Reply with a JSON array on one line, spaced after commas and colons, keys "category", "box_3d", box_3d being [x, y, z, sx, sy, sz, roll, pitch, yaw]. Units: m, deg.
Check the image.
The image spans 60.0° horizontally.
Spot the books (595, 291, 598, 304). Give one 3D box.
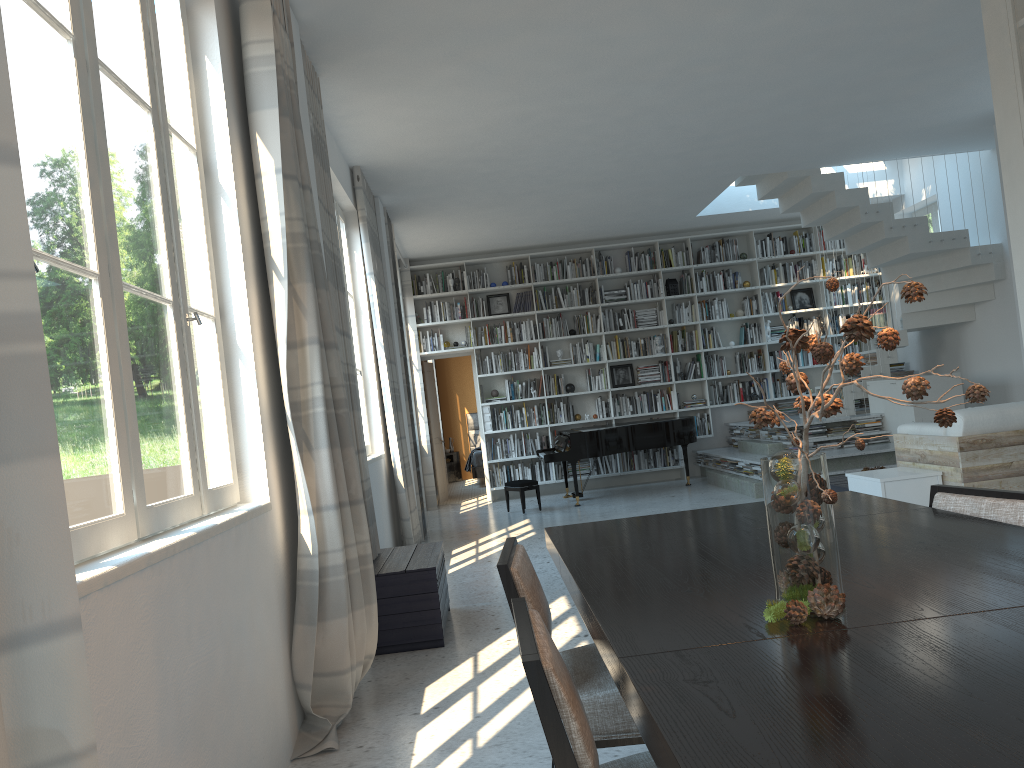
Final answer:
[{"category": "books", "box_3d": [1.107, -1.120, 11.661, 0.019, 0.194, 0.098, -7, -1, -2]}]

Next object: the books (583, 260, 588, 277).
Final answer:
[{"category": "books", "box_3d": [0.965, -1.496, 11.640, 0.026, 0.237, 0.149, -7, -1, -2]}]

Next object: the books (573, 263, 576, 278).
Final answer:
[{"category": "books", "box_3d": [0.811, -1.466, 11.647, 0.029, 0.213, 0.141, -7, -1, -2]}]

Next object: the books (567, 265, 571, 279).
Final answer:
[{"category": "books", "box_3d": [0.743, -1.447, 11.626, 0.031, 0.190, 0.181, -7, -1, -2]}]

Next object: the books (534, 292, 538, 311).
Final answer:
[{"category": "books", "box_3d": [0.314, -1.062, 11.591, 0.023, 0.256, 0.174, -7, -1, -2]}]

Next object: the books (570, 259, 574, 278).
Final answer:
[{"category": "books", "box_3d": [0.787, -1.491, 11.638, 0.014, 0.269, 0.156, -7, -1, -2]}]

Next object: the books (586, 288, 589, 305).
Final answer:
[{"category": "books", "box_3d": [0.984, -1.128, 11.644, 0.024, 0.237, 0.153, -7, -1, -2]}]

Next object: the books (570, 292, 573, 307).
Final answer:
[{"category": "books", "box_3d": [0.774, -1.090, 11.620, 0.010, 0.208, 0.173, -7, -1, -2]}]

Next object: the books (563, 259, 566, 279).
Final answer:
[{"category": "books", "box_3d": [0.684, -1.482, 11.619, 0.052, 0.273, 0.172, -7, -1, -2]}]

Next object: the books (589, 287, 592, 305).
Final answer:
[{"category": "books", "box_3d": [1.023, -1.146, 11.627, 0.055, 0.264, 0.167, -7, -1, -2]}]

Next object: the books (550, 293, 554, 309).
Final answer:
[{"category": "books", "box_3d": [0.520, -1.066, 11.610, 0.029, 0.219, 0.157, -7, -1, -2]}]

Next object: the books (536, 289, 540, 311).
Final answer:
[{"category": "books", "box_3d": [0.340, -1.090, 11.628, 0.014, 0.309, 0.130, -7, -1, -2]}]

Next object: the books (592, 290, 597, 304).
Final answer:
[{"category": "books", "box_3d": [1.083, -1.126, 11.653, 0.028, 0.211, 0.134, -7, -1, -2]}]

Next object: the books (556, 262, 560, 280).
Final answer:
[{"category": "books", "box_3d": [0.601, -1.462, 11.619, 0.013, 0.251, 0.183, -7, -1, -2]}]

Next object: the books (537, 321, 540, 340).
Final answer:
[{"category": "books", "box_3d": [0.335, -0.709, 11.609, 0.012, 0.285, 0.159, -7, -1, -2]}]

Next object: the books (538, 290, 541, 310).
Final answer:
[{"category": "books", "box_3d": [0.354, -1.082, 11.606, 0.010, 0.287, 0.148, -7, -1, -2]}]

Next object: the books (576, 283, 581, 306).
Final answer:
[{"category": "books", "box_3d": [0.866, -1.154, 11.619, 0.011, 0.313, 0.183, -7, -1, -2]}]

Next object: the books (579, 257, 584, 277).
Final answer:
[{"category": "books", "box_3d": [0.913, -1.514, 11.634, 0.013, 0.285, 0.159, -7, -1, -2]}]

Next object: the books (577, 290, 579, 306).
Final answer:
[{"category": "books", "box_3d": [0.859, -1.111, 11.628, 0.013, 0.231, 0.141, -7, -1, -2]}]

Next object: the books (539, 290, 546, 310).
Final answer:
[{"category": "books", "box_3d": [0.393, -1.079, 11.614, 0.067, 0.274, 0.168, -7, -1, -2]}]

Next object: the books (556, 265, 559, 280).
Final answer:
[{"category": "books", "box_3d": [0.591, -1.442, 11.617, 0.011, 0.216, 0.160, -7, -1, -2]}]

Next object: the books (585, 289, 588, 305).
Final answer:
[{"category": "books", "box_3d": [0.963, -1.119, 11.628, 0.022, 0.222, 0.161, -7, -1, -2]}]

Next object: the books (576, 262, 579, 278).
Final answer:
[{"category": "books", "box_3d": [0.850, -1.478, 11.628, 0.021, 0.228, 0.161, -7, -1, -2]}]

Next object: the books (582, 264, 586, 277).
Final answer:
[{"category": "books", "box_3d": [0.940, -1.467, 11.628, 0.031, 0.184, 0.177, -7, -1, -2]}]

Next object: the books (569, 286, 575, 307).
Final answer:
[{"category": "books", "box_3d": [0.787, -1.130, 11.634, 0.026, 0.286, 0.137, -7, -1, -2]}]

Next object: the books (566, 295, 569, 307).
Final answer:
[{"category": "books", "box_3d": [0.721, -1.070, 11.619, 0.028, 0.180, 0.168, -7, -1, -2]}]

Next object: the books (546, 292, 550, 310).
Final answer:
[{"category": "books", "box_3d": [0.466, -1.072, 11.602, 0.031, 0.242, 0.181, -7, -1, -2]}]

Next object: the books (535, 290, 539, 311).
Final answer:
[{"category": "books", "box_3d": [0.329, -1.077, 11.607, 0.013, 0.283, 0.158, -7, -1, -2]}]

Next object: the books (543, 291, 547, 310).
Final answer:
[{"category": "books", "box_3d": [0.432, -1.077, 11.608, 0.011, 0.260, 0.157, -7, -1, -2]}]

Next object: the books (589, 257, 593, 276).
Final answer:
[{"category": "books", "box_3d": [1.038, -1.519, 11.638, 0.014, 0.267, 0.171, -7, -1, -2]}]

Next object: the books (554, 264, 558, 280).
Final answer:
[{"category": "books", "box_3d": [0.578, -1.450, 11.625, 0.013, 0.234, 0.154, -7, -1, -2]}]

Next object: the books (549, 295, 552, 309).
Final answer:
[{"category": "books", "box_3d": [0.495, -1.054, 11.616, 0.024, 0.201, 0.153, -7, -1, -2]}]

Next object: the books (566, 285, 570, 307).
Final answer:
[{"category": "books", "box_3d": [0.733, -1.135, 11.620, 0.012, 0.308, 0.145, -7, -1, -2]}]

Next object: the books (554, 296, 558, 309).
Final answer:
[{"category": "books", "box_3d": [0.576, -1.053, 11.622, 0.034, 0.180, 0.160, -7, -1, -2]}]

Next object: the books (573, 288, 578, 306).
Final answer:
[{"category": "books", "box_3d": [0.836, -1.123, 11.631, 0.028, 0.261, 0.135, -7, -1, -2]}]

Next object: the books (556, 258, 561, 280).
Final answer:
[{"category": "books", "box_3d": [0.610, -1.486, 11.622, 0.010, 0.299, 0.151, -7, -1, -2]}]

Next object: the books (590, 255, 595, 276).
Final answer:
[{"category": "books", "box_3d": [1.057, -1.532, 11.634, 0.026, 0.288, 0.176, -7, -1, -2]}]

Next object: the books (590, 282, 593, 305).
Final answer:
[{"category": "books", "box_3d": [1.036, -1.167, 11.628, 0.058, 0.302, 0.175, -7, -1, -2]}]

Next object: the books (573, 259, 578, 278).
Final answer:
[{"category": "books", "box_3d": [0.830, -1.495, 11.621, 0.014, 0.266, 0.192, -7, -1, -2]}]

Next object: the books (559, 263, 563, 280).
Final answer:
[{"category": "books", "box_3d": [0.633, -1.457, 11.634, 0.029, 0.235, 0.130, -7, -1, -2]}]

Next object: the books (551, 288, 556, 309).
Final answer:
[{"category": "books", "box_3d": [0.542, -1.106, 11.612, 0.023, 0.293, 0.156, -7, -1, -2]}]

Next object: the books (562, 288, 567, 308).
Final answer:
[{"category": "books", "box_3d": [0.689, -1.109, 11.625, 0.027, 0.265, 0.168, -7, -1, -2]}]

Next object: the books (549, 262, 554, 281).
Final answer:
[{"category": "books", "box_3d": [0.525, -1.460, 11.635, 0.028, 0.268, 0.151, -7, -1, -2]}]

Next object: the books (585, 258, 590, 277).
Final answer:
[{"category": "books", "box_3d": [0.991, -1.510, 11.649, 0.029, 0.261, 0.151, -7, -1, -2]}]

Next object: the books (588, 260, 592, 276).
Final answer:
[{"category": "books", "box_3d": [1.021, -1.497, 11.629, 0.026, 0.225, 0.172, -7, -1, -2]}]

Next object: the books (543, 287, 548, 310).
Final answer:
[{"category": "books", "box_3d": [0.441, -1.106, 11.600, 0.012, 0.315, 0.171, -7, -1, -2]}]

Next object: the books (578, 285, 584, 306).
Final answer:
[{"category": "books", "box_3d": [0.907, -1.146, 11.643, 0.022, 0.290, 0.146, -7, -1, -2]}]

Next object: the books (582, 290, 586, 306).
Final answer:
[{"category": "books", "box_3d": [0.938, -1.114, 11.623, 0.030, 0.217, 0.182, -7, -1, -2]}]

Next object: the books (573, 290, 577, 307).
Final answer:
[{"category": "books", "box_3d": [0.815, -1.104, 11.611, 0.021, 0.226, 0.191, -7, -1, -2]}]

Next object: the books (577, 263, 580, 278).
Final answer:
[{"category": "books", "box_3d": [0.869, -1.470, 11.616, 0.013, 0.207, 0.178, -7, -1, -2]}]

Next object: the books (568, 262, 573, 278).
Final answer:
[{"category": "books", "box_3d": [0.769, -1.472, 11.636, 0.026, 0.235, 0.134, -7, -1, -2]}]

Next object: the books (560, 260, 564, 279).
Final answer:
[{"category": "books", "box_3d": [0.652, -1.480, 11.620, 0.013, 0.276, 0.164, -7, -1, -2]}]

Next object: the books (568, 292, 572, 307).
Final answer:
[{"category": "books", "box_3d": [0.756, -1.089, 11.646, 0.024, 0.212, 0.128, -7, -1, -2]}]

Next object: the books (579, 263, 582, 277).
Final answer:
[{"category": "books", "box_3d": [0.889, -1.469, 11.614, 0.026, 0.200, 0.187, -7, -1, -2]}]

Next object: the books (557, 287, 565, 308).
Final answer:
[{"category": "books", "box_3d": [0.638, -1.113, 11.608, 0.075, 0.285, 0.178, -7, -1, -2]}]

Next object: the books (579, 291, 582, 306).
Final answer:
[{"category": "books", "box_3d": [0.889, -1.105, 11.639, 0.024, 0.213, 0.150, -7, -1, -2]}]

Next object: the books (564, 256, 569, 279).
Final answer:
[{"category": "books", "box_3d": [0.713, -1.506, 11.634, 0.014, 0.315, 0.166, -7, -1, -2]}]

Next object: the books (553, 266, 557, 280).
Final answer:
[{"category": "books", "box_3d": [0.558, -1.431, 11.627, 0.030, 0.201, 0.152, -7, -1, -2]}]

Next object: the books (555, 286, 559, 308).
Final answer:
[{"category": "books", "box_3d": [0.591, -1.122, 11.632, 0.013, 0.315, 0.135, -7, -1, -2]}]
